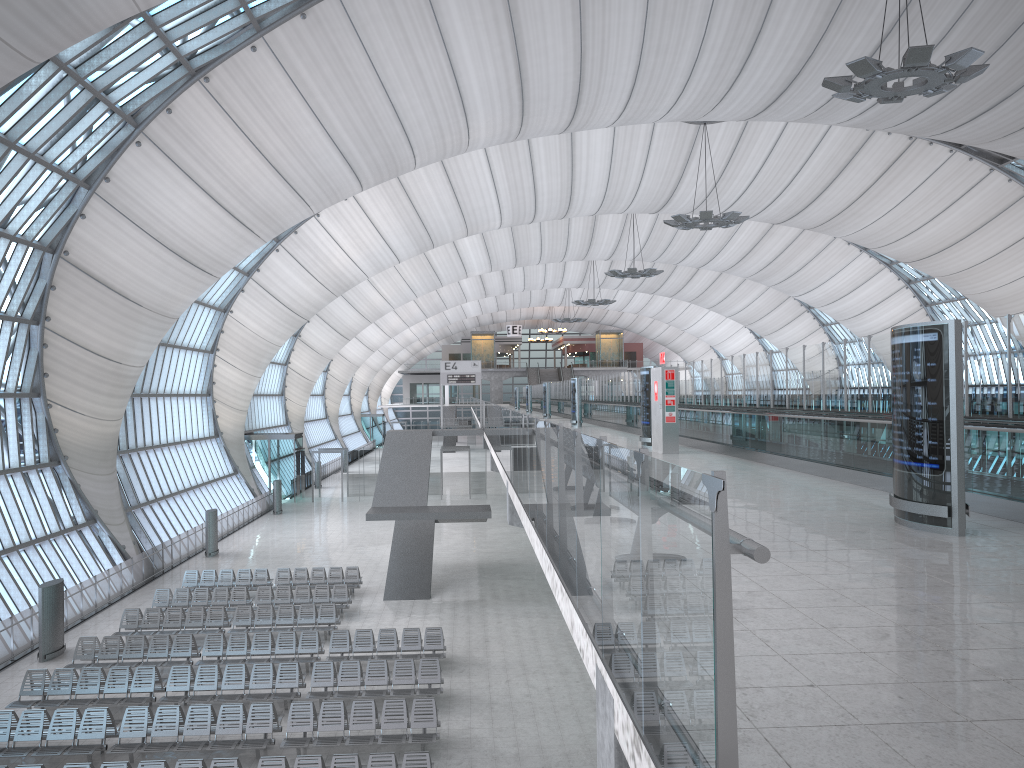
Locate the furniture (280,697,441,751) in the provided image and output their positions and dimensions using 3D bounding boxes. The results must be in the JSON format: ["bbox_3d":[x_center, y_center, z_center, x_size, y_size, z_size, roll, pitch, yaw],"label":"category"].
[{"bbox_3d":[-2.634,6.063,15.724,2.705,0.913,1.572,-1,-1,-3],"label":"furniture"}]

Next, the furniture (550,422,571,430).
[{"bbox_3d":[0.923,0.947,10.771,0.713,0.902,2.520,-1,-1,-3],"label":"furniture"}]

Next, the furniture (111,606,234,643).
[{"bbox_3d":[-8.707,6.228,22.888,2.705,0.913,1.572,-1,-1,-3],"label":"furniture"}]

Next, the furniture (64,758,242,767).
[{"bbox_3d":[-5.350,6.068,13.177,2.705,0.913,1.572,-1,-1,-3],"label":"furniture"}]

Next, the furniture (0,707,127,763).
[{"bbox_3d":[-8.317,6.134,15.426,2.705,0.913,1.572,-1,-1,-3],"label":"furniture"}]

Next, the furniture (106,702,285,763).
[{"bbox_3d":[-5.475,6.098,15.575,2.705,0.913,1.572,-1,-1,-3],"label":"furniture"}]

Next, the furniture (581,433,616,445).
[{"bbox_3d":[1.063,0.909,7.752,0.713,0.902,2.520,-1,-1,-3],"label":"furniture"}]

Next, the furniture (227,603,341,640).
[{"bbox_3d":[-5.866,6.192,23.038,2.705,0.913,1.572,-1,-1,-3],"label":"furniture"}]

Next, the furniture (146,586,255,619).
[{"bbox_3d":[-8.830,6.258,25.234,2.705,0.913,1.572,-1,-1,-3],"label":"furniture"}]

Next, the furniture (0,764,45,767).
[{"bbox_3d":[-8.191,6.104,13.028,2.705,0.913,1.572,-1,-1,-3],"label":"furniture"}]

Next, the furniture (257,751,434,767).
[{"bbox_3d":[-2.508,6.033,13.327,2.705,0.913,1.572,-1,-1,-3],"label":"furniture"}]

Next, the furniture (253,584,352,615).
[{"bbox_3d":[-5.989,6.222,25.383,2.705,0.913,1.572,-1,-1,-3],"label":"furniture"}]

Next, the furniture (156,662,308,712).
[{"bbox_3d":[-5.601,6.129,17.973,2.705,0.913,1.572,-1,-1,-3],"label":"furniture"}]

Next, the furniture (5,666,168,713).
[{"bbox_3d":[-8.442,6.164,17.824,2.705,0.913,1.572,-1,-1,-3],"label":"furniture"}]

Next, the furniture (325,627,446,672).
[{"bbox_3d":[-2.885,6.123,20.520,2.705,0.913,1.572,-1,-1,-3],"label":"furniture"}]

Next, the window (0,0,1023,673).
[{"bbox_3d":[7.385,-2.732,79.021,50.537,20.004,167.818,-1,-1,-3],"label":"window"}]

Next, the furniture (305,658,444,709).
[{"bbox_3d":[-2.759,6.093,18.122,2.705,0.913,1.572,-1,-1,-3],"label":"furniture"}]

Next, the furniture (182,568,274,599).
[{"bbox_3d":[-8.968,6.291,27.871,2.705,0.913,1.572,-1,-1,-3],"label":"furniture"}]

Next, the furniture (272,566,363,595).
[{"bbox_3d":[-6.127,6.255,28.020,2.705,0.913,1.572,-1,-1,-3],"label":"furniture"}]

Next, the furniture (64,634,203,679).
[{"bbox_3d":[-8.568,6.194,20.221,2.705,0.913,1.572,-1,-1,-3],"label":"furniture"}]

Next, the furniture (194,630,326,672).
[{"bbox_3d":[-5.726,6.159,20.371,2.705,0.913,1.572,-1,-1,-3],"label":"furniture"}]
